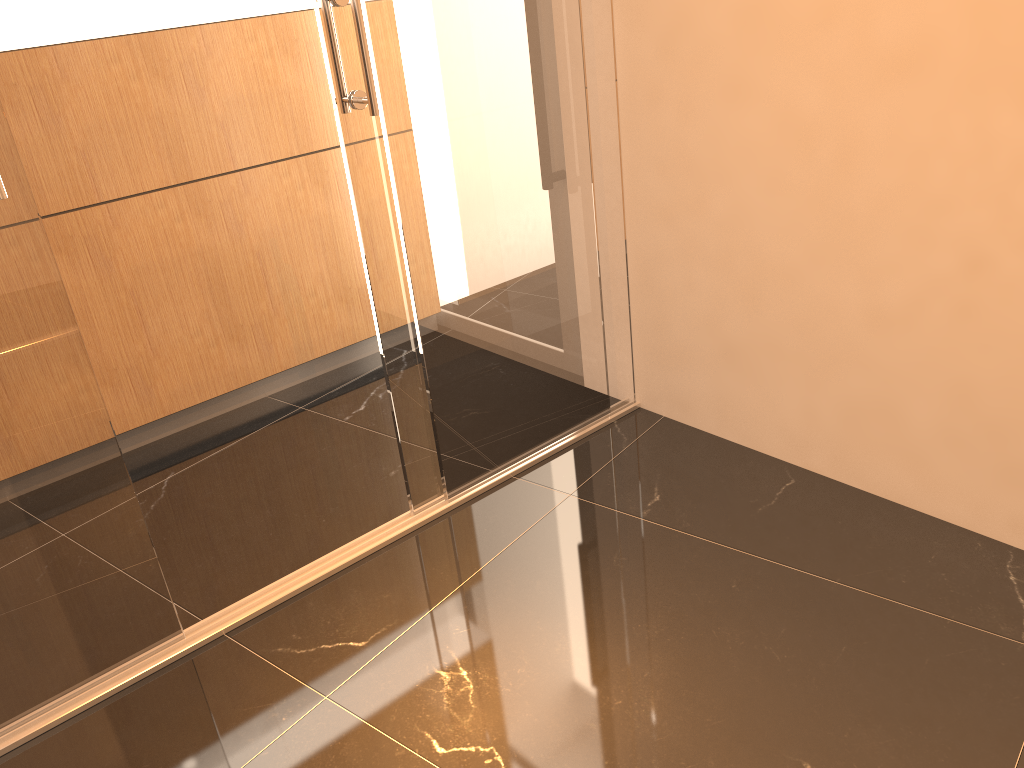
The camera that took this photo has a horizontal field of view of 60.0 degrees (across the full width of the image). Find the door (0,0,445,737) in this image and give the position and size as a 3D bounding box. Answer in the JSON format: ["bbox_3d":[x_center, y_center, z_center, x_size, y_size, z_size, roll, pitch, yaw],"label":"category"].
[{"bbox_3d":[-0.793,-0.933,1.884,2.473,3.285,0.098,-25,31,-33],"label":"door"}]
